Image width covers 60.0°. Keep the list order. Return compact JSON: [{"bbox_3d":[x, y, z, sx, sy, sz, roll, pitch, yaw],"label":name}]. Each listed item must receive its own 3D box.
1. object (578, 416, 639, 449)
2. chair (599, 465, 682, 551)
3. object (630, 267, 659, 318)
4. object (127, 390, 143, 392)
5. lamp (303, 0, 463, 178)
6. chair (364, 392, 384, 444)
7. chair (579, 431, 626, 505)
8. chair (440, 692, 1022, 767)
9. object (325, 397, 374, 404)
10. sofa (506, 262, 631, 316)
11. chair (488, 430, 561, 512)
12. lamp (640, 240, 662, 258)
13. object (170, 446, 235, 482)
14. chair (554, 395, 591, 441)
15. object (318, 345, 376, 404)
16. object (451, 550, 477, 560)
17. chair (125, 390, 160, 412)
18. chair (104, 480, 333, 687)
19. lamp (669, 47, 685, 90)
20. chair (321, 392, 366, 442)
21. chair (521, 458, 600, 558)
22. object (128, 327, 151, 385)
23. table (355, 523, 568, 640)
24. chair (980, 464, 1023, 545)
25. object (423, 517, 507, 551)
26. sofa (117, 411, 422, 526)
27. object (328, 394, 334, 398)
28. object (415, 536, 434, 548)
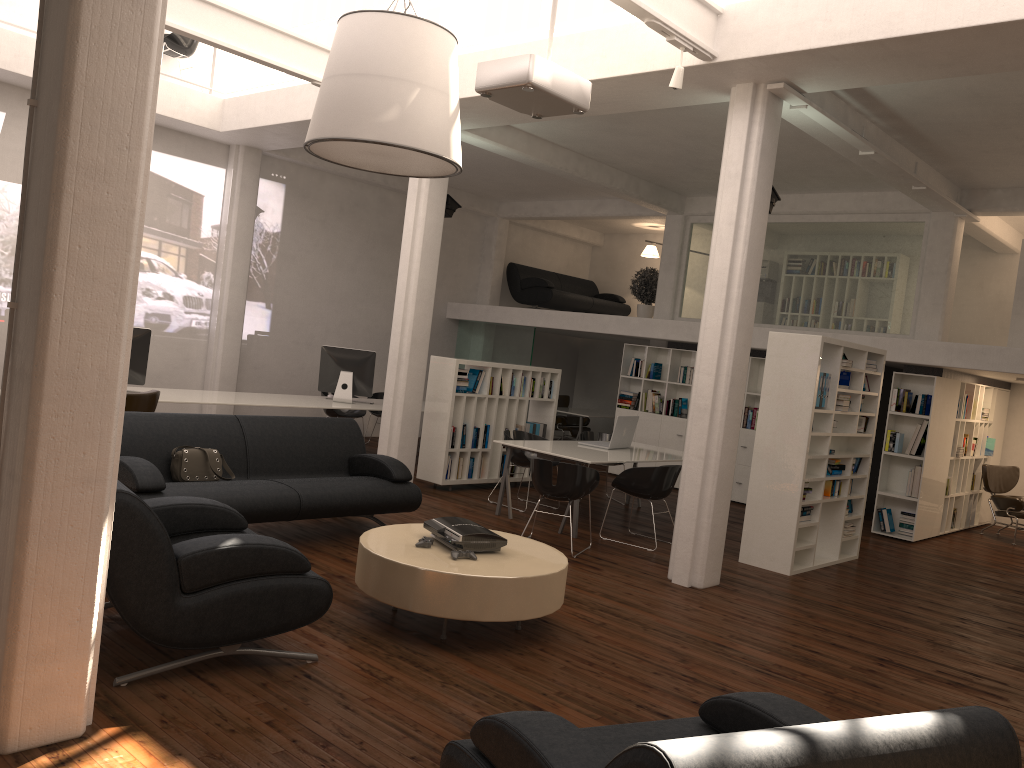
[{"bbox_3d":[1.351,0.640,12.356,0.557,0.470,0.702,8,3,32],"label":"object"},{"bbox_3d":[1.624,1.424,10.758,0.757,1.004,0.795,9,3,37],"label":"chair"},{"bbox_3d":[2.739,-1.793,17.832,0.793,1.127,0.770,9,3,40],"label":"object"},{"bbox_3d":[-5.365,0.067,11.828,0.804,0.032,0.217,6,3,-28],"label":"object"},{"bbox_3d":[-0.863,-4.078,7.672,1.386,4.284,1.386,5,3,-34],"label":"lamp"},{"bbox_3d":[-2.394,0.687,16.878,0.795,1.004,0.757,7,2,-3],"label":"chair"},{"bbox_3d":[1.343,1.275,13.609,0.795,1.004,0.757,6,2,-13],"label":"chair"},{"bbox_3d":[0.673,1.544,3.263,1.454,1.130,1.481,6,3,-27],"label":"chair"},{"bbox_3d":[-2.718,0.270,14.832,0.804,0.032,0.217,7,2,-3],"label":"object"},{"bbox_3d":[1.370,-2.070,20.942,1.467,1.119,3.087,9,3,42],"label":"sofa"},{"bbox_3d":[0.203,1.189,12.278,0.757,1.004,0.795,9,3,42],"label":"chair"},{"bbox_3d":[3.880,-2.956,19.632,0.447,0.513,2.635,5,3,-39],"label":"lamp"},{"bbox_3d":[-2.946,0.773,8.435,0.586,0.352,0.331,5,3,-33],"label":"object"},{"bbox_3d":[1.257,0.878,20.816,0.991,1.183,0.994,9,3,42],"label":"chair"},{"bbox_3d":[-2.693,-0.140,14.406,0.886,0.888,0.347,7,2,-3],"label":"object"},{"bbox_3d":[-0.379,1.228,6.563,0.193,0.099,0.231,6,3,-25],"label":"object"},{"bbox_3d":[-4.589,0.605,9.814,0.991,1.183,0.994,8,2,17],"label":"chair"},{"bbox_3d":[-2.122,1.103,5.745,1.481,1.130,1.454,5,3,-37],"label":"chair"},{"bbox_3d":[1.480,-2.796,7.882,0.117,0.357,0.136,5,3,-42],"label":"lamp"},{"bbox_3d":[-3.071,0.650,15.744,0.757,1.004,0.795,9,3,42],"label":"chair"},{"bbox_3d":[0.516,1.323,9.885,0.795,1.004,0.757,8,2,17],"label":"chair"},{"bbox_3d":[-5.166,-0.323,11.430,0.886,0.888,0.347,6,3,-28],"label":"object"},{"bbox_3d":[-0.402,1.550,6.897,1.616,0.570,1.616,9,3,35],"label":"table"},{"bbox_3d":[8.361,1.991,14.692,0.994,1.183,0.991,6,3,-28],"label":"chair"},{"bbox_3d":[-0.373,1.180,6.940,0.471,0.163,0.558,6,3,-28],"label":"object"},{"bbox_3d":[-2.487,0.942,8.785,1.467,1.119,3.087,9,3,42],"label":"sofa"},{"bbox_3d":[-3.079,0.205,15.067,0.108,0.052,0.194,7,2,-2],"label":"object"},{"bbox_3d":[-0.666,1.203,6.777,0.119,0.062,0.193,7,2,3],"label":"object"}]
